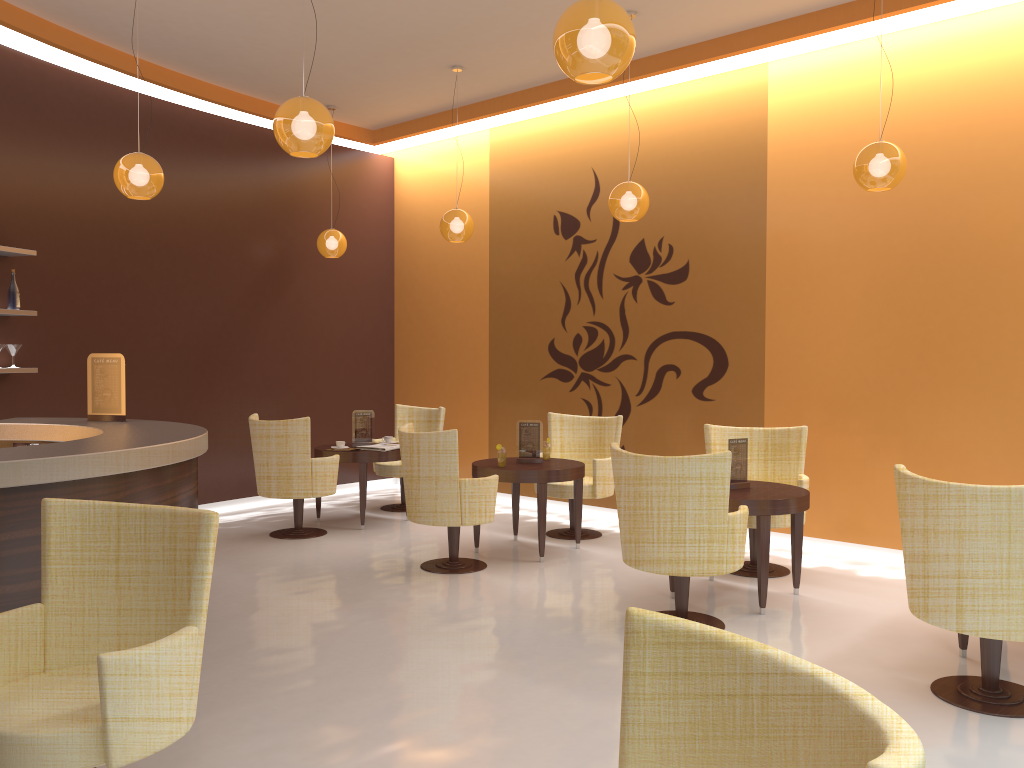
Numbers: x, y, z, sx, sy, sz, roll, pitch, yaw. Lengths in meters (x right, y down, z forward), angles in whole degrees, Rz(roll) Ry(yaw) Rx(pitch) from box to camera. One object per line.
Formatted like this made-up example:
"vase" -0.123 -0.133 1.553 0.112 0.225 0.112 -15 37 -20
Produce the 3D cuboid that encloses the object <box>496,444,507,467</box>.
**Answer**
"object" -0.075 0.536 6.654 0.067 0.171 0.072 1 2 25

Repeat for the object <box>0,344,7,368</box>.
"object" -3.727 -0.200 6.404 0.137 0.174 0.137 0 2 -23

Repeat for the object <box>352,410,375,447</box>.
"object" -1.363 0.407 8.138 0.209 0.335 0.042 -1 2 -25

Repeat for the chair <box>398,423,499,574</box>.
"chair" -0.456 0.800 6.320 0.685 1.017 0.729 -1 2 -31

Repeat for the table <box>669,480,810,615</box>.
"table" 1.408 0.997 5.583 0.872 0.679 0.874 0 2 -11

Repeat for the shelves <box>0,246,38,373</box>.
"shelves" -3.799 -0.471 4.289 0.586 0.902 4.744 0 2 0

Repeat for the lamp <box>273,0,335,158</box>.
"lamp" -1.032 -1.889 4.392 0.299 1.500 0.299 1 2 20

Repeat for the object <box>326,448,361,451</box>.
"object" -1.530 0.572 7.832 0.239 0.021 0.464 -1 2 -34

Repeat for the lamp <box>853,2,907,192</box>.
"lamp" 2.185 -1.903 5.248 0.299 1.500 0.299 2 2 42

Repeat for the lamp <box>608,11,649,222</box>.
"lamp" 0.855 -1.942 6.460 0.299 1.500 0.299 0 2 -22

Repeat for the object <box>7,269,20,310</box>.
"object" -3.676 -0.692 6.535 0.086 0.303 0.086 -1 2 -33

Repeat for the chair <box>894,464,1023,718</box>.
"chair" 2.083 0.879 3.890 0.685 1.017 0.729 -1 2 -45

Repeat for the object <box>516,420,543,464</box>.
"object" -0.585 0.427 7.515 2.090 0.335 0.187 2 2 39

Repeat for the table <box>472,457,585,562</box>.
"table" 0.125 0.955 6.893 0.872 0.679 0.874 0 2 -16

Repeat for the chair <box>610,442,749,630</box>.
"chair" 0.930 0.844 4.941 0.729 1.017 0.685 2 2 39

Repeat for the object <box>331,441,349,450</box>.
"object" -1.520 0.542 7.847 0.153 0.069 0.153 0 2 -21

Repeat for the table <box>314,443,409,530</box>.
"table" -1.357 0.915 8.103 0.872 0.679 0.874 0 2 -11

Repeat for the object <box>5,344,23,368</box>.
"object" -3.686 -0.205 6.554 0.137 0.174 0.137 1 2 17

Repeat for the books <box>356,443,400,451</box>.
"books" -1.156 0.564 7.925 0.345 0.035 0.367 1 2 32

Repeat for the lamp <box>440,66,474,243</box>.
"lamp" -0.475 -1.982 7.672 0.299 1.500 0.299 0 2 -5

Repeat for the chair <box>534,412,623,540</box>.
"chair" 0.558 0.768 7.557 0.729 1.017 0.685 1 2 30

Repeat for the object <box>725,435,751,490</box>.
"object" 1.417 0.490 5.561 0.209 0.335 0.042 -1 2 -30

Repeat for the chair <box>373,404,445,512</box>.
"chair" -1.029 0.726 8.839 0.729 1.017 0.685 2 2 42

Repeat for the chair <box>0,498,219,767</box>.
"chair" -1.295 0.900 2.749 0.729 1.017 0.685 1 2 20

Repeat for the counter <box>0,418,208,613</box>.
"counter" -2.344 0.810 4.321 1.586 1.100 2.917 0 2 -3

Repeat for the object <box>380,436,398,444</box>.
"object" -1.160 0.529 8.349 0.153 0.069 0.153 1 2 26

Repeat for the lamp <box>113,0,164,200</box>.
"lamp" -2.362 -1.929 5.604 0.299 1.500 0.299 -1 2 -30

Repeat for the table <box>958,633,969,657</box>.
"table" 2.673 1.034 4.429 0.872 0.679 0.874 0 2 -1

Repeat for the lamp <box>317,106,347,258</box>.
"lamp" -1.805 -2.021 8.884 0.299 1.500 0.299 2 2 42

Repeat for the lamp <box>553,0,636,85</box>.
"lamp" 0.298 -1.850 3.179 0.299 1.500 0.299 -1 2 -37

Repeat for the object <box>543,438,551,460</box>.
"object" 0.279 0.523 7.138 0.067 0.171 0.072 0 2 0

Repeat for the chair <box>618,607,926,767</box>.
"chair" 0.210 0.945 1.345 0.685 1.017 0.729 0 2 -16

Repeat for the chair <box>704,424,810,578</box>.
"chair" 1.739 0.808 6.320 0.729 1.017 0.685 0 2 10

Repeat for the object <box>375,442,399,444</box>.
"object" -1.144 0.558 8.358 0.464 0.021 0.239 2 2 39

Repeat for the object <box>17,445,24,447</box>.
"object" -2.884 0.438 5.218 0.067 0.148 0.067 0 2 -22

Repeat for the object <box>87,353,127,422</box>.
"object" -2.471 0.021 5.402 0.258 0.414 0.052 1 2 11

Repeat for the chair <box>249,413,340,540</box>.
"chair" -1.835 0.763 7.461 0.729 1.017 0.685 2 2 39
